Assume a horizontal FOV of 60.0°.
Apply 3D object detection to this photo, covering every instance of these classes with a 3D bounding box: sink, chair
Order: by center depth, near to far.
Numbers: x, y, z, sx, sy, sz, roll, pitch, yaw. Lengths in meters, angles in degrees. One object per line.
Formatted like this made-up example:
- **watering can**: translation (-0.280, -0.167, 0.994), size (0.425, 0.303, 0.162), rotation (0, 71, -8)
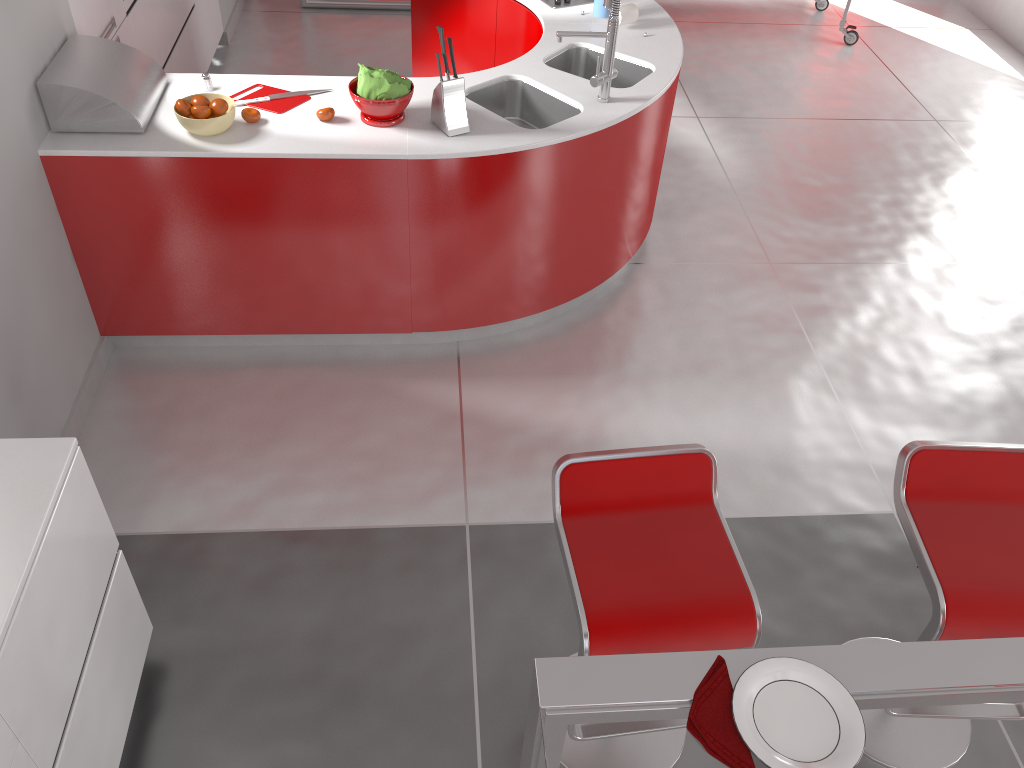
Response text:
- **chair**: translation (0.302, 0.608, 2.232), size (0.418, 0.857, 0.460), rotation (-4, 43, -9)
- **chair**: translation (1.135, 0.600, 2.307), size (0.418, 0.857, 0.460), rotation (2, 43, -2)
- **sink**: translation (0.037, -0.996, 3.431), size (0.326, 0.172, 0.428), rotation (-31, 53, -32)
- **sink**: translation (0.353, -1.236, 3.714), size (0.428, 0.172, 0.326), rotation (27, 47, 23)

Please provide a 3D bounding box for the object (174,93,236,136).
- **object**: translation (-1.046, -0.913, 3.040), size (0.201, 0.086, 0.201), rotation (0, 43, -5)

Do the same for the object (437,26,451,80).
- **object**: translation (-0.225, -1.060, 3.076), size (0.014, 0.322, 0.150), rotation (-22, 49, -26)

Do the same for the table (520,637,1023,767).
- **table**: translation (0.889, 1.096, 1.648), size (1.700, 1.000, 0.800), rotation (-1, 43, -5)

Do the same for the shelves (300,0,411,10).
- **shelves**: translation (-0.557, -3.608, 5.424), size (1.735, 2.599, 0.535), rotation (-1, 43, -5)

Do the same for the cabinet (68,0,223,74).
- **cabinet**: translation (-1.987, -2.090, 4.097), size (0.614, 2.026, 2.398), rotation (-1, 43, -5)

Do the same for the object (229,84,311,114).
- **object**: translation (-0.891, -1.047, 3.252), size (0.266, 0.006, 0.168), rotation (18, 44, 14)

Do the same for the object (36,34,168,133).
- **object**: translation (-1.410, -1.049, 3.085), size (0.300, 0.170, 0.400), rotation (-1, 43, -5)

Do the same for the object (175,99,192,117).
- **object**: translation (-1.112, -0.938, 3.010), size (0.055, 0.058, 0.066), rotation (-11, 45, -16)

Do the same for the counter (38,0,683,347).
- **counter**: translation (-0.356, -1.045, 3.944), size (1.868, 0.880, 2.865), rotation (23, 46, 19)

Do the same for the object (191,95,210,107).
- **object**: translation (-1.071, -0.965, 3.049), size (0.066, 0.049, 0.062), rotation (-3, 43, -8)

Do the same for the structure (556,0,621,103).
- **structure**: translation (0.330, -1.458, 3.118), size (0.178, 0.920, 0.308), rotation (31, 49, 26)

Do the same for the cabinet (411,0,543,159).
- **cabinet**: translation (-0.626, -1.093, 3.928), size (1.025, 0.761, 1.875), rotation (32, 50, 27)

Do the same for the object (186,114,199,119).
- **object**: translation (-1.088, -0.912, 3.039), size (0.055, 0.058, 0.066), rotation (3, 43, -1)

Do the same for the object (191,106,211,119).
- **object**: translation (-1.053, -0.924, 3.006), size (0.065, 0.052, 0.062), rotation (-12, 45, -16)

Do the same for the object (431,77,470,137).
- **object**: translation (-0.215, -0.988, 3.111), size (0.091, 0.178, 0.137), rotation (-21, 48, -24)

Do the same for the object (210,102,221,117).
- **object**: translation (-1.043, -0.948, 3.083), size (0.065, 0.056, 0.059), rotation (-4, 43, -8)

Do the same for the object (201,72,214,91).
- **object**: translation (-1.123, -1.113, 3.261), size (0.043, 0.066, 0.042), rotation (8, 43, 4)

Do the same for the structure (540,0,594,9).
- **structure**: translation (0.315, -1.888, 4.230), size (0.457, 0.037, 0.303), rotation (-19, 48, -23)

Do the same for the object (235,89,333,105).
- **object**: translation (-0.838, -1.064, 3.265), size (0.375, 0.008, 0.041), rotation (-18, 47, -22)

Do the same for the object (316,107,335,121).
- **object**: translation (-0.661, -0.960, 3.146), size (0.064, 0.048, 0.063), rotation (-17, 47, -21)

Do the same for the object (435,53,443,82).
- **object**: translation (-0.243, -1.036, 3.069), size (0.009, 0.197, 0.091), rotation (-22, 49, -26)

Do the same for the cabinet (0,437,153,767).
- **cabinet**: translation (-1.236, 1.060, 1.607), size (0.610, 0.880, 1.802), rotation (-1, 43, -5)

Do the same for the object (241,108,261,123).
- **object**: translation (-0.914, -0.940, 3.108), size (0.065, 0.047, 0.063), rotation (-1, 43, -6)

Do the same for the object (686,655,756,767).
- **object**: translation (0.330, 0.548, 1.449), size (0.095, 0.012, 0.234), rotation (-1, 43, -5)

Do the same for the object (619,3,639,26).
- **object**: translation (0.483, -1.629, 3.902), size (0.100, 0.080, 0.109), rotation (-23, 49, -26)

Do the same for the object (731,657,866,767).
- **object**: translation (0.468, 0.549, 1.456), size (0.217, 0.015, 0.217), rotation (25, 47, 21)

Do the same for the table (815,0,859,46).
- **table**: translation (1.615, -2.873, 6.215), size (1.627, 0.682, 0.749), rotation (0, 43, -5)

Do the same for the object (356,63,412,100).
- **object**: translation (-0.449, -1.044, 3.123), size (0.198, 0.182, 0.193), rotation (3, 43, -1)

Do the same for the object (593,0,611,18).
- **object**: translation (0.397, -1.705, 3.964), size (0.080, 0.100, 0.109), rotation (-21, 48, -24)

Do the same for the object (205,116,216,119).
- **object**: translation (-1.026, -0.893, 3.034), size (0.066, 0.045, 0.063), rotation (-20, 48, -24)

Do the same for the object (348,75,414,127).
- **object**: translation (-0.463, -1.004, 3.158), size (0.229, 0.118, 0.228), rotation (-22, 49, -26)

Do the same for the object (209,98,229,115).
- **object**: translation (-1.006, -0.952, 3.040), size (0.066, 0.049, 0.062), rotation (5, 43, 0)

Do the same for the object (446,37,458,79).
- **object**: translation (-0.197, -1.052, 3.093), size (0.012, 0.279, 0.130), rotation (-22, 49, -26)
